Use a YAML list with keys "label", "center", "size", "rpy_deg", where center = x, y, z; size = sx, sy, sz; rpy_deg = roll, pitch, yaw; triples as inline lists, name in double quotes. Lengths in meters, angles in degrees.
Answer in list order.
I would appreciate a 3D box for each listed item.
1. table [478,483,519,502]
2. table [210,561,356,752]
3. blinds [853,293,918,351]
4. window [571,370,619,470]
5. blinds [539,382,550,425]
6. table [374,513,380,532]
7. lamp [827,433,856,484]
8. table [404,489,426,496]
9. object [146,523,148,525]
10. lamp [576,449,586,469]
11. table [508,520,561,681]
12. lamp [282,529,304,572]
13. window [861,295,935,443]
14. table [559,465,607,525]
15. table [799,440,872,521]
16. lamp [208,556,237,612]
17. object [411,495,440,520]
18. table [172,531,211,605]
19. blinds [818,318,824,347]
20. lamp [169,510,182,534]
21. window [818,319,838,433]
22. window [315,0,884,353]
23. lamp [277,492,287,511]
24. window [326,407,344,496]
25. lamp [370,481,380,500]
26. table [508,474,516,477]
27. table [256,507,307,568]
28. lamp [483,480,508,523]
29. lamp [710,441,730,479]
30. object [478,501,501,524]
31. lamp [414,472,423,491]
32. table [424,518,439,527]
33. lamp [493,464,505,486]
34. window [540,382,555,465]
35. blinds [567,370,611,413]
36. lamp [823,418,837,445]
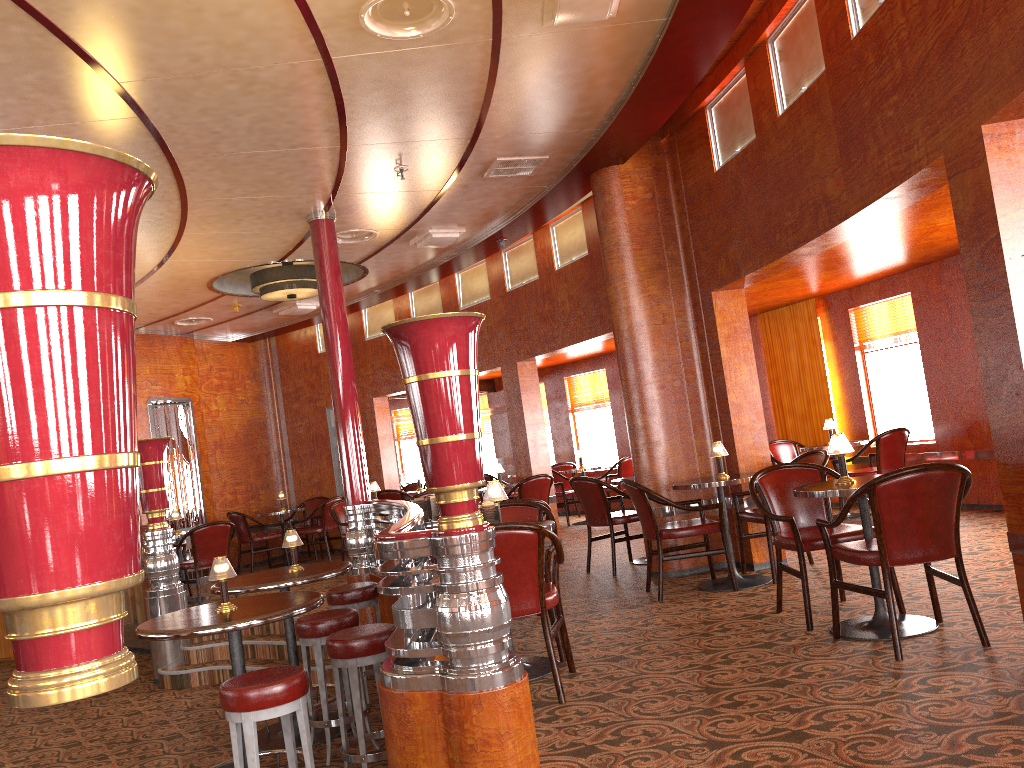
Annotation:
- label: "table"
  center: [-0.076, 1.478, 9.691]
  size: [0.640, 0.719, 0.639]
  rpy_deg: [-11, -5, 40]
- label: "table"
  center: [-1.335, 1.634, 5.395]
  size: [0.849, 0.959, 0.850]
  rpy_deg: [-7, -4, -9]
- label: "blinds"
  center: [3.695, -0.601, 8.759]
  size: [0.057, 0.439, 0.804]
  rpy_deg: [-7, -4, -21]
- label: "window"
  center: [1.226, 0.545, 12.996]
  size: [0.040, 1.419, 0.821]
  rpy_deg: [-5, -5, -43]
- label: "blinds"
  center: [0.264, 0.359, 13.867]
  size: [0.804, 0.661, 0.050]
  rpy_deg: [-11, -5, 42]
- label: "table"
  center: [-1.406, 1.646, 9.407]
  size: [0.640, 0.719, 0.639]
  rpy_deg: [-11, -5, 40]
- label: "lamp"
  center: [1.646, 0.370, 4.430]
  size: [0.131, 0.250, 0.130]
  rpy_deg: [-11, -4, 41]
- label: "table"
  center: [-1.183, 1.799, 11.996]
  size: [0.640, 0.719, 0.639]
  rpy_deg: [-11, -5, 40]
- label: "object"
  center: [-3.660, 1.508, 9.224]
  size: [0.195, 0.156, 0.169]
  rpy_deg: [-8, -4, 6]
- label: "lamp"
  center: [0.915, 0.996, 11.773]
  size: [0.130, 0.250, 0.131]
  rpy_deg: [-6, -4, -31]
- label: "table"
  center: [-0.049, 1.108, 4.532]
  size: [0.639, 0.719, 0.640]
  rpy_deg: [-5, -4, -36]
- label: "lamp"
  center: [-1.365, 1.036, 5.531]
  size: [0.130, 0.250, 0.130]
  rpy_deg: [-9, -4, 23]
- label: "window"
  center: [3.805, -0.121, 8.748]
  size: [0.040, 1.419, 0.821]
  rpy_deg: [-7, -4, -21]
- label: "table"
  center: [0.987, 1.475, 11.747]
  size: [0.640, 0.719, 0.640]
  rpy_deg: [-10, -4, 23]
- label: "table"
  center: [3.192, 0.943, 8.653]
  size: [0.640, 0.719, 0.640]
  rpy_deg: [-9, -4, 16]
- label: "lamp"
  center: [-1.360, 0.939, 4.176]
  size: [0.130, 0.250, 0.130]
  rpy_deg: [-10, -4, 32]
- label: "object"
  center: [-0.564, 0.841, 6.000]
  size: [0.195, 0.156, 0.169]
  rpy_deg: [-7, -4, -19]
- label: "table"
  center: [-3.455, 1.926, 9.275]
  size: [0.640, 0.719, 0.639]
  rpy_deg: [-11, -5, 40]
- label: "blinds"
  center: [3.196, -0.513, 9.910]
  size: [0.057, 0.312, 0.804]
  rpy_deg: [-6, -4, -26]
- label: "lamp"
  center: [-3.526, 1.447, 9.304]
  size: [0.131, 0.250, 0.130]
  rpy_deg: [-11, -4, 41]
- label: "window"
  center: [3.313, 0.030, 9.898]
  size: [0.040, 1.419, 0.821]
  rpy_deg: [-6, -4, -26]
- label: "window"
  center: [0.164, -1.458, 7.570]
  size: [1.955, 0.480, 11.964]
  rpy_deg: [-6, -4, -21]
- label: "lamp"
  center: [-3.066, 1.561, 11.819]
  size: [0.130, 0.250, 0.131]
  rpy_deg: [-6, -4, -31]
- label: "window"
  center: [-2.209, 0.997, 12.509]
  size: [0.807, 1.439, 0.257]
  rpy_deg: [-11, -4, 36]
- label: "lamp"
  center: [-1.457, 1.163, 9.416]
  size: [0.130, 0.250, 0.131]
  rpy_deg: [-6, -4, -31]
- label: "table"
  center: [0.308, 1.681, 13.303]
  size: [0.639, 0.719, 0.640]
  rpy_deg: [-7, -4, -9]
- label: "table"
  center: [-3.025, 2.044, 11.790]
  size: [0.640, 0.719, 0.639]
  rpy_deg: [-11, -5, 40]
- label: "lamp"
  center: [-0.080, 0.623, 4.557]
  size: [0.130, 0.250, 0.130]
  rpy_deg: [-9, -4, 23]
- label: "lamp"
  center: [1.423, 0.519, 6.079]
  size: [0.130, 0.250, 0.131]
  rpy_deg: [-6, -4, -31]
- label: "object"
  center: [-0.178, 0.674, 4.420]
  size: [0.169, 0.156, 0.195]
  rpy_deg: [-6, -4, -29]
- label: "lamp"
  center: [-1.266, 1.323, 12.042]
  size: [0.130, 0.250, 0.131]
  rpy_deg: [-6, -4, -31]
- label: "table"
  center: [-0.304, 1.252, 6.060]
  size: [0.639, 0.719, 0.640]
  rpy_deg: [-7, -4, -18]
- label: "lamp"
  center: [-0.140, 0.999, 9.727]
  size: [0.130, 0.250, 0.131]
  rpy_deg: [-7, -4, -22]
- label: "window"
  center: [0.336, 0.733, 13.867]
  size: [0.839, 1.435, 0.150]
  rpy_deg: [-11, -4, 42]
- label: "blinds"
  center: [1.131, 0.113, 12.990]
  size: [0.057, 0.539, 0.804]
  rpy_deg: [-5, -5, -43]
- label: "lamp"
  center: [3.119, 0.465, 8.681]
  size: [0.130, 0.250, 0.130]
  rpy_deg: [-8, -3, 3]
